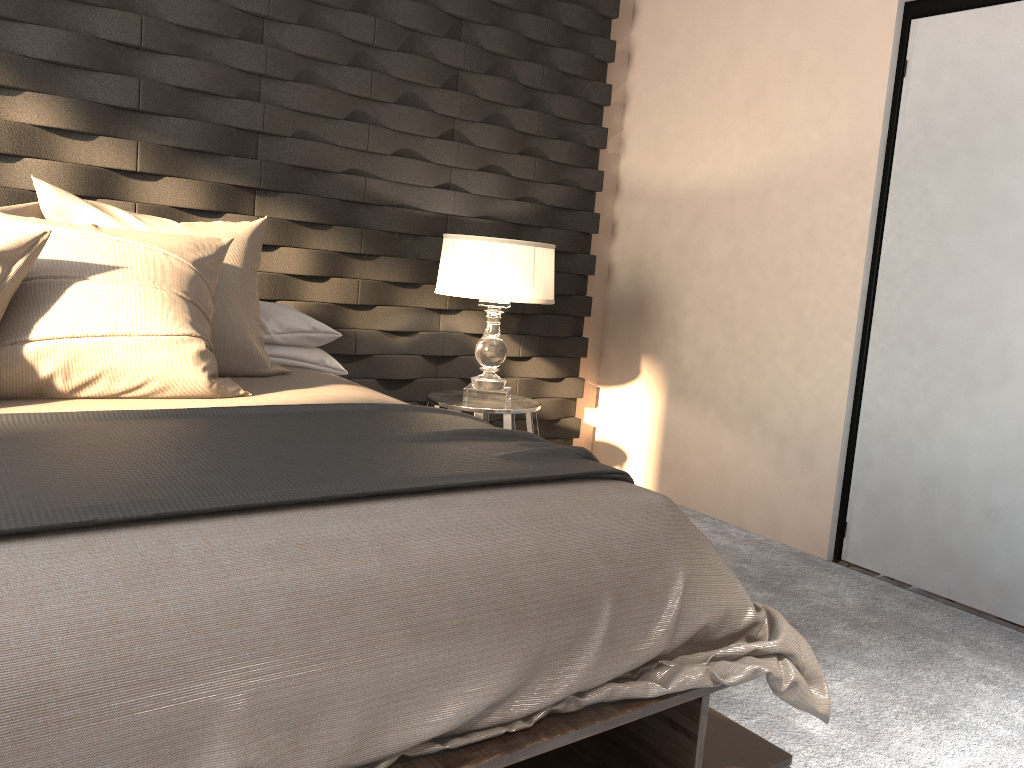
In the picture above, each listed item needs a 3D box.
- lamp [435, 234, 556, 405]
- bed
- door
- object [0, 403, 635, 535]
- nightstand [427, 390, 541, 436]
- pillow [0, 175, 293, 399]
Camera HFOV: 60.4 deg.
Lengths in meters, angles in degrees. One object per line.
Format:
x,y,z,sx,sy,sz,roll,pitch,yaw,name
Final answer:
-0.073,-0.248,3.444,0.455,0.629,0.477,7,7,14,lamp
-0.890,0.359,1.936,2.414,0.623,2.178,0,10,-38,bed
1.644,-0.275,2.958,0.162,2.088,0.950,0,8,-36,door
-0.617,0.254,1.577,2.162,0.321,0.588,-1,10,-39,object
-0.135,0.293,3.514,0.622,0.471,0.621,5,7,0,nightstand
-1.099,-0.252,2.138,1.324,0.517,0.855,0,9,-37,pillow
